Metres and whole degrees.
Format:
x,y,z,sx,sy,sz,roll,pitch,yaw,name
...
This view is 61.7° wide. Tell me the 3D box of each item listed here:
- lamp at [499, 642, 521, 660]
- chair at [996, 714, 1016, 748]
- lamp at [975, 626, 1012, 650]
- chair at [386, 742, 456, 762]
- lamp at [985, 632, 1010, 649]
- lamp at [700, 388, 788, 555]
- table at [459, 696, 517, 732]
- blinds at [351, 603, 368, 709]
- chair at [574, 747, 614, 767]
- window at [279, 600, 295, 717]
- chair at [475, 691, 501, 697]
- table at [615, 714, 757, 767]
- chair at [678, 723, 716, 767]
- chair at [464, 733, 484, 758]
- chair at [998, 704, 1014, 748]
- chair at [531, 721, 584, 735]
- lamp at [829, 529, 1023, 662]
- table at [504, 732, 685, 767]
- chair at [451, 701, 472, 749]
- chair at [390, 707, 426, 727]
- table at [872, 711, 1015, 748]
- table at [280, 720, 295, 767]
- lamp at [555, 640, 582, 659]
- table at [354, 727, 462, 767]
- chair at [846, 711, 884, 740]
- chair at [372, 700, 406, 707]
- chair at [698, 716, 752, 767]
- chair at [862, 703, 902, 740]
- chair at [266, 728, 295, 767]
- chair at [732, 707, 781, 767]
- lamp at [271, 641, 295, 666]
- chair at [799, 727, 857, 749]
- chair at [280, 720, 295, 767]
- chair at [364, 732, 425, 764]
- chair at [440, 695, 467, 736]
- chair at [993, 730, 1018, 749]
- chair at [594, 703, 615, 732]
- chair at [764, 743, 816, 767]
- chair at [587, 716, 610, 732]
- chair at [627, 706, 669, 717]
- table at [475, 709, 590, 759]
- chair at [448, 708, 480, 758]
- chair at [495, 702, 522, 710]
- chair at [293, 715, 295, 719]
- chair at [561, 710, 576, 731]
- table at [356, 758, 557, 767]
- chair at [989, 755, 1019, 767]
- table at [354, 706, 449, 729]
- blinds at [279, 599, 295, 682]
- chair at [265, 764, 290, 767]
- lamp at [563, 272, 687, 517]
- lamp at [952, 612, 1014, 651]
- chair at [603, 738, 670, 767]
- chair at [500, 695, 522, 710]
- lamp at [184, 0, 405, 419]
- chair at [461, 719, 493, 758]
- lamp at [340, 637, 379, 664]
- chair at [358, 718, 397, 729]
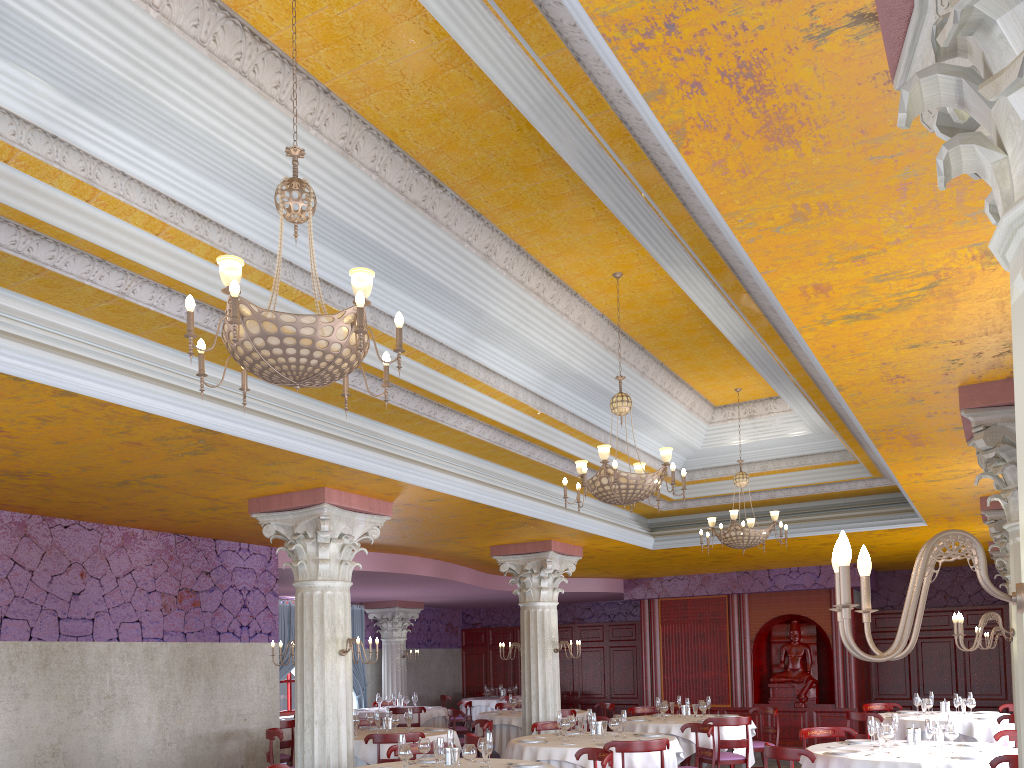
x,y,z,sx,sy,sz,roll,pitch,yaw,name
0.023,4.150,13.308,0.383,0.266,0.352,-5,-13,17,lamp
6.620,4.865,11.264,0.748,1.065,0.665,1,-8,-15,chair
5.647,2.979,10.058,0.383,0.266,0.352,-5,-13,17,lamp
-0.883,4.217,8.700,0.748,1.065,0.665,1,-8,-15,chair
3.828,1.699,5.201,2.113,3.499,30.064,-5,-17,29,lamp
2.937,1.092,10.993,0.959,2.125,0.984,0,-6,-15,lamp
-0.257,8.315,21.376,2.110,0.926,2.155,-10,-18,29,table
-3.837,6.575,19.335,0.246,3.252,1.866,-3,-7,28,blinds
0.616,3.906,7.834,0.646,1.063,0.773,1,-8,-15,chair
-4.916,6.033,18.885,0.161,2.475,3.671,-3,-12,29,window
-0.573,8.648,22.556,0.748,1.065,0.665,1,-8,-15,chair
2.632,5.577,13.035,2.110,0.926,2.155,-10,-18,29,table
2.151,4.718,10.481,0.646,1.063,0.773,1,-8,-15,chair
-0.216,4.570,9.849,0.646,1.063,0.773,1,-8,-15,chair
7.488,5.325,12.761,0.646,1.063,0.773,1,-8,-15,chair
0.652,5.030,11.347,0.748,1.065,0.665,1,-8,-15,chair
0.886,0.460,1.849,0.383,0.266,0.352,-5,-13,17,lamp
0.968,4.696,10.166,2.110,0.926,2.155,-10,-18,29,table
-1.134,7.105,17.698,0.646,1.063,0.773,1,-8,-15,chair
-2.003,6.646,16.200,0.748,1.065,0.665,1,-8,-15,chair
6.305,5.303,12.447,2.110,0.926,2.155,-10,-18,29,table
-4.553,6.057,14.016,2.078,0.926,2.187,-2,-15,1,table
0.820,3.963,12.781,0.383,0.266,0.352,-5,-13,17,lamp
-1.758,5.253,11.707,2.110,0.926,2.155,-10,-18,29,table
5.121,5.177,12.130,0.646,1.063,0.773,1,-8,-15,chair
-2.633,7.417,18.564,0.748,1.065,0.665,1,-8,-15,chair
2.946,5.139,11.852,0.748,1.065,0.665,1,-8,-15,chair
5.990,5.637,13.627,0.748,1.065,0.665,1,-8,-15,chair
-2.942,5.126,11.390,0.646,1.063,0.773,1,-8,-15,chair
3.815,5.598,13.350,0.646,1.063,0.773,1,-8,-15,chair
-2.348,2.895,9.219,0.383,0.266,0.352,-5,-13,17,lamp
3.590,4.367,9.490,0.748,1.065,0.665,1,-8,-15,chair
-3.687,5.707,13.150,0.658,1.064,0.758,-8,-11,44,chair
-1.444,4.814,10.524,0.748,1.065,0.665,1,-8,-15,chair
-1.441,8.189,21.058,0.646,1.063,0.773,1,-8,-15,chair
5.089,4.055,8.624,0.646,1.063,0.773,1,-8,-15,chair
1.563,6.406,15.709,0.646,1.063,0.773,1,-8,-15,chair
2.722,3.907,7.992,0.646,1.063,0.773,1,-8,-15,chair
1.448,5.451,12.718,0.646,1.063,0.773,1,-8,-15,chair
2.316,5.910,14.216,0.748,1.065,0.665,1,-8,-15,chair
0.381,6.384,15.394,2.110,0.926,2.155,-10,-18,29,table
-0.804,6.258,15.077,0.646,1.063,0.773,1,-8,-15,chair
0.065,6.718,16.575,0.748,1.065,0.665,1,-8,-15,chair
-3.684,6.261,14.880,0.654,1.064,0.763,6,-11,-45,chair
0.695,5.946,14.211,0.748,1.065,0.665,1,-8,-15,chair
-0.567,3.884,7.520,2.110,0.926,2.155,-10,-18,29,table
4.220,3.595,7.126,0.748,1.065,0.665,1,-8,-15,chair
-2.317,7.084,17.384,2.110,0.926,2.155,-10,-18,29,table
-4.778,6.077,17.712,0.246,3.252,1.994,-3,-7,30,blinds
-1.751,3.758,7.202,0.646,1.063,0.773,1,-8,-15,chair
0.963,0.047,7.588,0.959,2.125,0.984,0,-6,-15,lamp
3.275,1.724,5.969,0.383,0.266,0.352,-5,-13,17,lamp
1.282,4.258,8.983,0.748,1.065,0.665,1,-8,-15,chair
0.057,7.877,20.192,0.748,1.065,0.665,1,-8,-15,chair
-1.044,-1.015,4.127,0.959,2.125,0.984,0,-6,-15,lamp
-0.575,5.274,12.022,0.646,1.063,0.773,1,-8,-15,chair
-1.575,2.695,8.651,0.383,0.266,0.352,-5,-13,17,lamp
-2.073,5.586,12.887,0.748,1.065,0.665,1,-8,-15,chair
